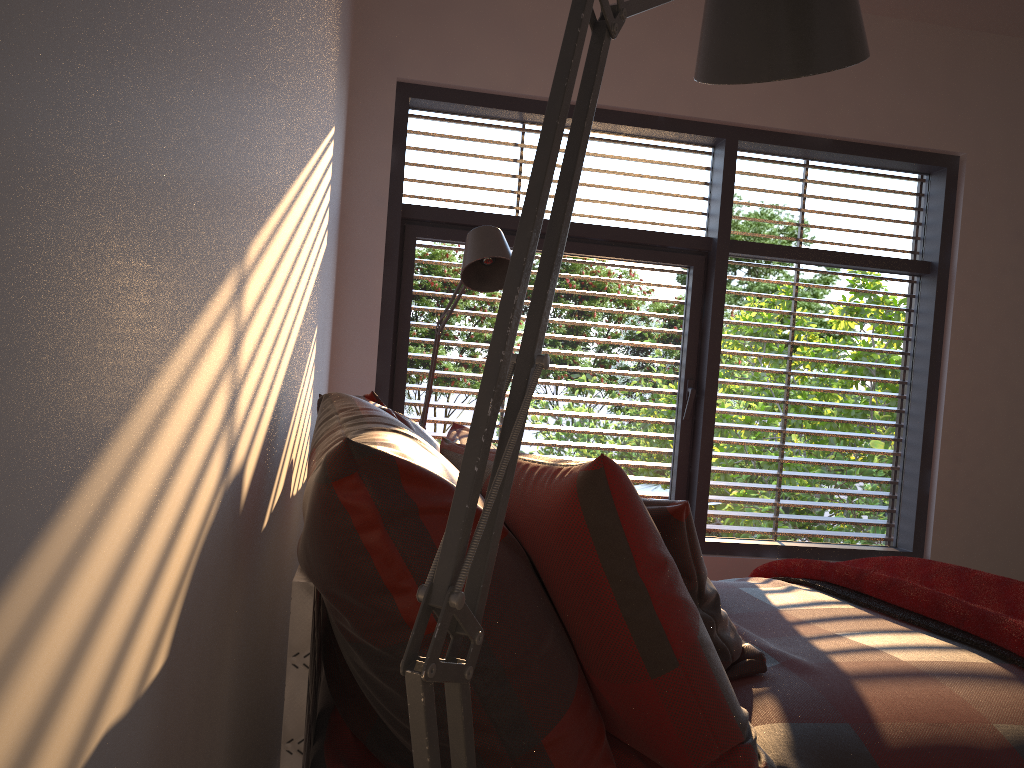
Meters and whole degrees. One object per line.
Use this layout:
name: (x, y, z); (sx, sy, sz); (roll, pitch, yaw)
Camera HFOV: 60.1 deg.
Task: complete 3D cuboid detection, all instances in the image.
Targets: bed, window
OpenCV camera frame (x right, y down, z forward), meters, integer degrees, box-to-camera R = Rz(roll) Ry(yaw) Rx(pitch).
bed: (0.664, 0.750, 2.288); (2.315, 0.770, 2.034); (4, -1, -10)
window: (0.724, -0.205, 4.065); (2.638, 1.943, 0.170); (4, 2, -9)

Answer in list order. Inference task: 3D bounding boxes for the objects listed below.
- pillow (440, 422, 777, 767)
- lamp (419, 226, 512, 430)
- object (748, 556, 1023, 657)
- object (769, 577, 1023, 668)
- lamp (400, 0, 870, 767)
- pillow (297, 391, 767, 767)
pillow: (0.063, 0.385, 2.101); (0.528, 0.552, 1.812); (4, -1, -8)
lamp: (-0.234, 0.039, 3.187); (0.279, 1.128, 0.787); (4, 1, -17)
object: (1.316, 0.870, 2.370); (0.683, 0.660, 2.642); (4, -1, -8)
object: (1.448, 0.911, 2.430); (1.122, 0.568, 2.503); (4, -1, -9)
lamp: (0.155, 0.014, 0.753); (0.279, 1.128, 0.789); (5, 1, 31)
pillow: (0.082, 0.416, 2.187); (1.145, 0.734, 2.139); (4, -1, -11)
